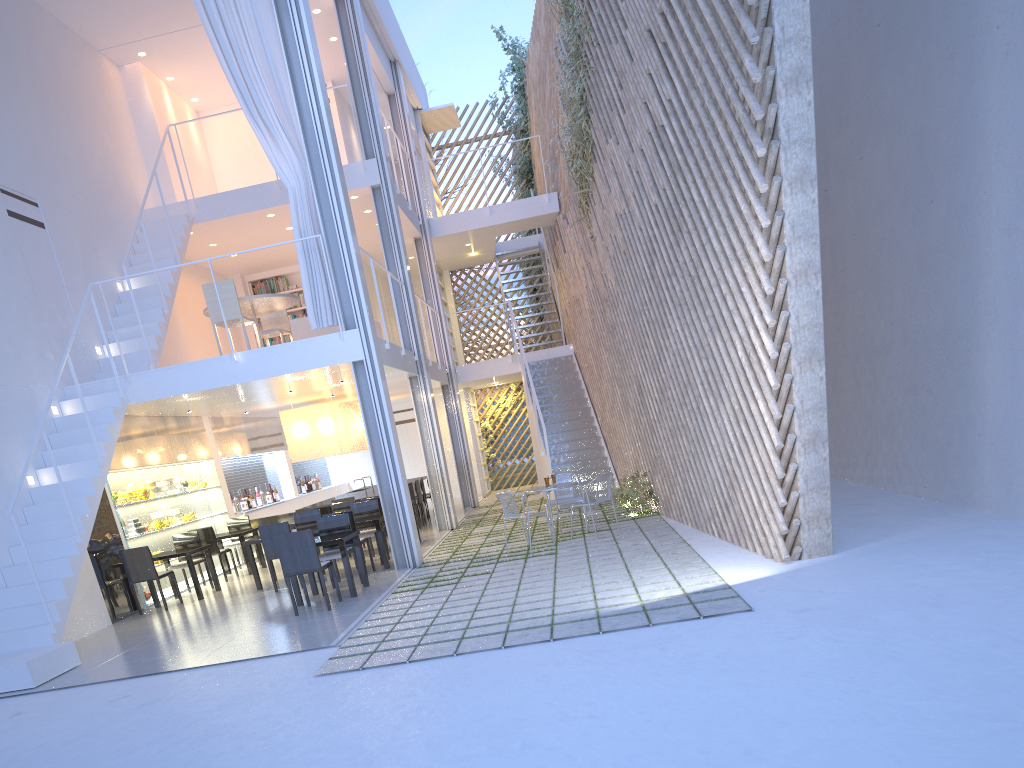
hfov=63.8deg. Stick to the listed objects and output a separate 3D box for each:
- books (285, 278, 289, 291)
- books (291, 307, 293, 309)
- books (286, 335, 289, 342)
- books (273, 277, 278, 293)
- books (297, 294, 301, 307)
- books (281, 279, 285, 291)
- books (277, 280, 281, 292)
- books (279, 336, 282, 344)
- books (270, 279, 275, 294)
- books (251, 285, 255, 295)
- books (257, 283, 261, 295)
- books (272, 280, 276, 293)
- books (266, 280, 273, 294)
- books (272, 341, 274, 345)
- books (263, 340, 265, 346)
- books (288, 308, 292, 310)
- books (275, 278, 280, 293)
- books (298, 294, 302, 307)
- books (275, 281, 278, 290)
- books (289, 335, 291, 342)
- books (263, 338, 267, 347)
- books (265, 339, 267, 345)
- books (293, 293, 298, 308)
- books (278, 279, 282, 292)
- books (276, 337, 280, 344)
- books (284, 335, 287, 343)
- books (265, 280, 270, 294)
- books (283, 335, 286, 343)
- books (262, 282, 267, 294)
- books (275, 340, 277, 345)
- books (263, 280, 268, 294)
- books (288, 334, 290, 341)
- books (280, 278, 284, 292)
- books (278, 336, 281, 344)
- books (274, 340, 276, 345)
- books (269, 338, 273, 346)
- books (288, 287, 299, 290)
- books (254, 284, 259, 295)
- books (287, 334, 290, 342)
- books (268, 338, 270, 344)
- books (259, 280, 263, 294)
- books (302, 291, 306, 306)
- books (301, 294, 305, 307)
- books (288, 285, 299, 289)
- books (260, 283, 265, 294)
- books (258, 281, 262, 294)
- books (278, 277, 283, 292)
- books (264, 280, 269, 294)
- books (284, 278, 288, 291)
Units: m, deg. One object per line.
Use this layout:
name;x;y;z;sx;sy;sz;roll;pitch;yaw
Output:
books;-2.239;-0.987;8.214;0.006;0.138;0.066;-8;13;3
books;-2.209;-0.817;8.265;0.015;0.152;0.072;-8;13;3
books;-2.269;-0.429;8.383;0.018;0.129;0.078;-8;11;3
books;-2.350;-0.979;8.216;0.015;0.163;0.080;-8;13;3
books;-2.118;-0.830;8.249;0.008;0.143;0.088;-8;11;3
books;-2.272;-0.979;8.209;0.015;0.132;0.085;-8;11;3
books;-2.312;-0.969;8.218;0.018;0.129;0.078;-8;11;3
books;-2.337;-0.433;8.385;0.015;0.163;0.080;-8;13;3
books;-2.384;-0.967;8.225;0.027;0.153;0.072;-8;13;4
books;-2.580;-0.921;8.243;0.006;0.132;0.087;-8;11;3
books;-2.523;-0.934;8.247;0.021;0.140;0.064;-8;13;3
books;-2.363;-0.963;8.221;0.015;0.135;0.082;-8;11;3
books;-2.422;-0.961;8.227;0.025;0.155;0.077;-8;13;3
books;-2.427;-0.387;8.416;0.021;0.106;0.058;-8;12;4
books;-2.510;-0.385;8.406;0.006;0.132;0.087;-8;11;3
books;-2.233;-0.790;8.282;0.041;0.108;0.057;-8;12;4
books;-2.329;-0.977;8.214;0.010;0.150;0.082;-8;12;3
books;-2.377;-0.041;6.916;0.025;1.773;3.334;-5;3;14
books;-2.336;-0.964;8.222;0.006;0.128;0.074;-8;12;3
books;-2.243;-0.447;8.374;0.009;0.155;0.082;-8;12;3
books;-2.501;-0.397;8.404;0.015;0.152;0.081;-8;12;3
books;-2.484;-0.393;8.402;0.015;0.137;0.087;-8;11;3
books;-2.161;-0.831;8.257;0.011;0.164;0.075;-8;13;3
books;-2.301;-0.976;8.210;0.005;0.137;0.088;-8;11;3
books;-2.368;-0.412;8.391;0.021;0.132;0.085;-8;11;3
books;-2.286;-0.428;8.381;0.015;0.132;0.085;-8;11;3
books;-2.431;-0.959;8.228;0.025;0.155;0.077;-8;13;3
books;-2.302;-0.434;8.387;0.015;0.152;0.072;-8;13;3
books;-2.463;-0.945;8.228;0.007;0.137;0.088;-8;11;3
books;-2.386;-0.395;8.411;0.021;0.106;0.058;-8;12;4
books;-2.449;-0.956;8.230;0.025;0.155;0.077;-8;13;3
books;-2.249;-0.437;8.375;0.005;0.137;0.088;-8;11;3
books;-2.285;-0.982;8.207;0.008;0.143;0.088;-8;11;3
books;-2.350;-0.417;8.390;0.015;0.135;0.082;-8;11;3
books;-2.407;-0.391;8.413;0.021;0.106;0.058;-8;12;4
books;-2.451;-0.399;8.410;0.021;0.140;0.064;-8;13;3
books;-2.179;-0.942;8.226;0.095;0.022;0.059;-10;0;5
books;-2.544;-0.930;8.249;0.021;0.140;0.064;-8;13;3
books;-2.256;-0.439;8.375;0.008;0.143;0.088;-8;11;3
books;-2.466;-0.396;8.399;0.007;0.137;0.088;-8;11;3
books;-2.497;-0.951;8.234;0.011;0.164;0.075;-8;13;3
books;-2.355;-0.057;6.904;0.031;1.799;3.351;-5;3;15
books;-2.344;-0.079;6.891;0.029;1.703;3.355;-5;2;14
books;-2.181;-0.965;8.214;0.095;0.022;0.059;-11;-1;11
books;-2.478;-0.940;8.233;0.021;0.132;0.085;-8;11;3
books;-2.508;-0.945;8.235;0.011;0.155;0.079;-8;13;3
books;-2.295;-0.985;8.209;0.009;0.155;0.082;-8;12;3
books;-2.440;-0.957;8.229;0.025;0.155;0.077;-8;13;3
books;-2.245;-0.982;8.208;0.006;0.129;0.083;-8;11;3
